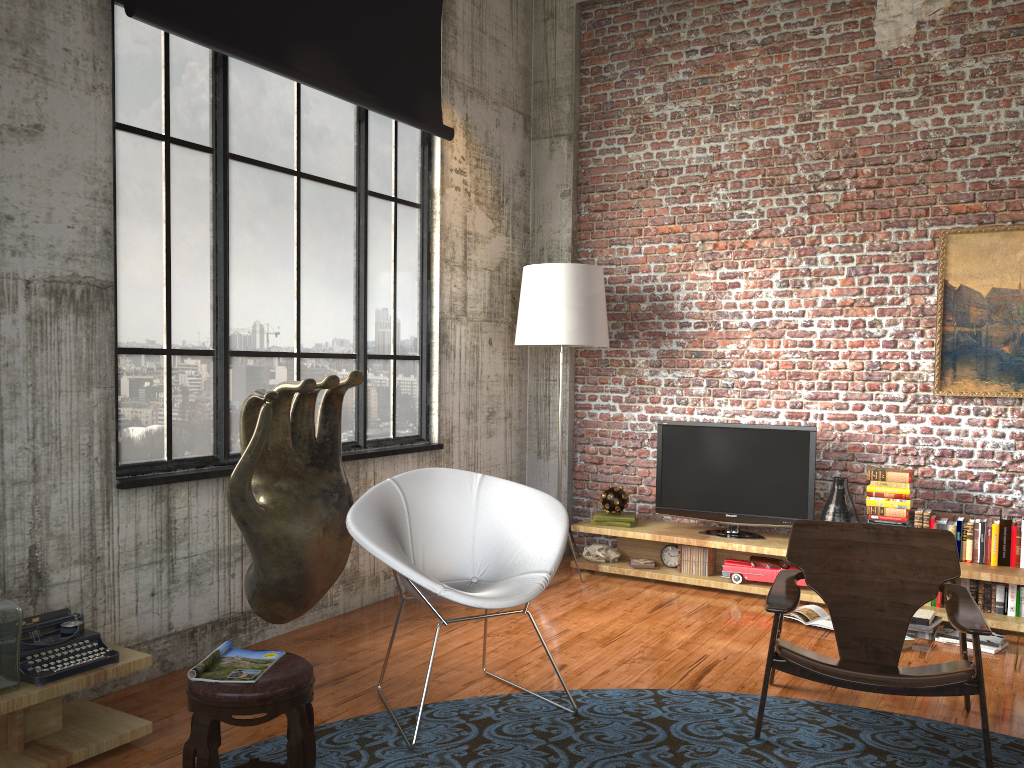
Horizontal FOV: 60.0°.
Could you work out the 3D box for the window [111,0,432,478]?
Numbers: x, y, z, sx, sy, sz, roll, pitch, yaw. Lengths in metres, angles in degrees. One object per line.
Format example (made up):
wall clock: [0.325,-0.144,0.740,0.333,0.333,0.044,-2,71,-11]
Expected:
window: [-1.219,-1.244,5.082,0.050,3.441,2.577,3,3,31]

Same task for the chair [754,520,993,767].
chair: [1.539,1.072,3.809,0.875,0.794,1.042,2,2,21]

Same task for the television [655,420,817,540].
television: [1.550,0.668,6.219,1.089,0.794,0.285,1,3,18]

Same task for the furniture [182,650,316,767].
furniture: [-0.907,1.210,3.091,0.432,0.478,0.431,0,2,-14]

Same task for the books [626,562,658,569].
books: [0.944,1.319,6.442,0.211,0.020,0.162,1,1,-2]

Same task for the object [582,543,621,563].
object: [0.674,1.254,6.591,0.273,0.133,0.183,2,2,40]

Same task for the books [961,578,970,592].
books: [2.783,1.263,5.436,0.049,0.215,0.149,3,3,31]

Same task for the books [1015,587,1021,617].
books: [3.019,1.293,5.286,0.020,0.169,0.121,3,3,31]

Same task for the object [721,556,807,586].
object: [1.727,1.259,5.966,0.600,0.174,0.243,1,2,22]

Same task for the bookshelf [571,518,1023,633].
bookshelf: [2.225,1.261,5.811,3.842,0.359,0.548,2,2,31]

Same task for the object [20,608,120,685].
object: [-1.756,1.001,3.396,0.381,0.153,0.423,2,2,31]

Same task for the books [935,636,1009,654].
books: [2.585,1.448,4.987,0.231,0.017,0.313,0,2,-44]

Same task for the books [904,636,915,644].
books: [2.110,1.411,4.917,0.189,0.022,0.133,1,1,-8]

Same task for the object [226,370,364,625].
object: [-1.092,0.577,4.336,0.455,1.298,0.727,3,4,43]

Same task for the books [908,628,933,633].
books: [2.309,1.395,5.202,0.299,0.028,0.236,1,1,29]

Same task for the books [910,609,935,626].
books: [2.278,1.338,5.147,0.296,0.035,0.236,2,1,33]

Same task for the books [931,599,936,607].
books: [2.630,1.259,5.504,0.030,0.220,0.158,3,3,31]

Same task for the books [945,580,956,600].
books: [2.702,1.245,5.460,0.088,0.256,0.153,2,3,31]

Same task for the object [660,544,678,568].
object: [1.159,1.247,6.413,0.168,0.172,0.068,2,3,32]

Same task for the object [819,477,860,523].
object: [2.186,0.852,5.914,0.268,0.456,0.267,-1,3,-28]

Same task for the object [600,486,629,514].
object: [0.767,0.869,6.636,0.215,0.208,0.216,2,2,20]

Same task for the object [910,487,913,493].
object: [2.444,0.677,5.729,0.248,0.032,0.178,2,1,31]

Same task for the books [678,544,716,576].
books: [1.302,1.230,6.264,0.232,0.218,0.173,2,3,31]

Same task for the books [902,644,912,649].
books: [2.114,1.438,4.917,0.182,0.030,0.128,0,2,-37]

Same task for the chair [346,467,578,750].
chair: [-0.215,0.924,3.937,1.057,1.032,0.805,0,2,-20]

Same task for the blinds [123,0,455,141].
blinds: [-1.056,-2.364,4.929,0.150,1.466,2.441,3,2,31]

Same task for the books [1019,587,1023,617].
books: [3.049,1.287,5.284,0.034,0.181,0.131,3,3,31]

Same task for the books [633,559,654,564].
books: [0.956,1.283,6.424,0.113,0.016,0.114,0,1,-35]

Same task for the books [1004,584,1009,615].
books: [2.967,1.291,5.317,0.020,0.169,0.121,3,3,31]

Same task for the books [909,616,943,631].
books: [2.301,1.367,5.165,0.320,0.028,0.262,2,2,41]

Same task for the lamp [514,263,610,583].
lamp: [0.361,0.277,6.504,0.693,2.247,0.706,-1,4,-37]

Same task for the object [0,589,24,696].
object: [-1.829,0.905,3.106,0.163,0.362,0.163,3,3,34]

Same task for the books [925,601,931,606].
books: [2.597,1.264,5.517,0.039,0.208,0.151,3,3,31]

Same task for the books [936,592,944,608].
books: [2.651,1.260,5.481,0.030,0.220,0.158,3,3,31]

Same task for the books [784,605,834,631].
books: [1.846,1.403,5.341,0.300,0.049,0.422,0,2,-44]

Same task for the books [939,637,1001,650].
books: [2.581,1.431,4.990,0.307,0.017,0.231,1,1,29]

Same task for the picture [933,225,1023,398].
picture: [3.201,-0.446,5.456,1.064,1.066,0.040,2,3,31]

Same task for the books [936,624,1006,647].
books: [2.588,1.415,4.995,0.311,0.014,0.250,2,1,37]

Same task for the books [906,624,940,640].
books: [2.322,1.429,5.205,0.320,0.040,0.236,2,1,33]

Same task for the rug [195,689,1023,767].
rug: [0.631,1.499,1.781,4.846,0.009,4.840,1,1,-13]

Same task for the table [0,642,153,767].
table: [-1.862,1.257,3.284,0.475,0.359,0.874,2,2,31]
